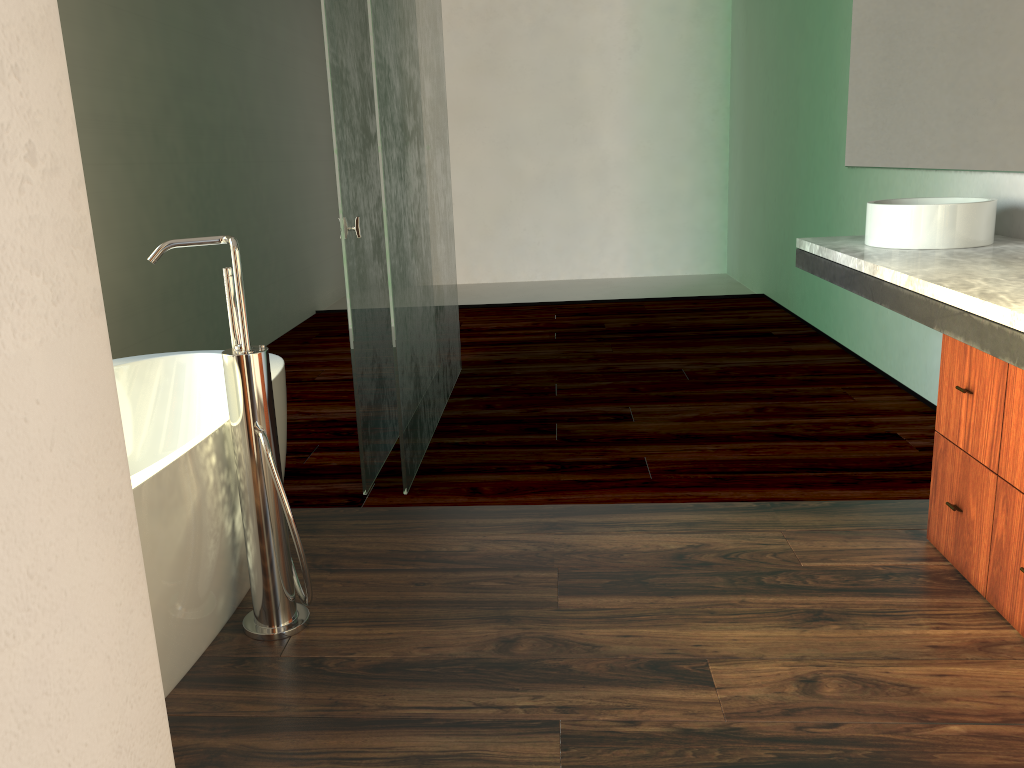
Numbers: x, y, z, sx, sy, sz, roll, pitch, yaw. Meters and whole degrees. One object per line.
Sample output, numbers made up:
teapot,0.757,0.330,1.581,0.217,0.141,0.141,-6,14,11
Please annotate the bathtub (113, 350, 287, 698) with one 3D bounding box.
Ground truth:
bathtub,-1.011,0.328,2.107,0.768,0.485,1.615,-2,14,3

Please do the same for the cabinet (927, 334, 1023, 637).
cabinet,1.290,0.190,1.902,0.514,0.599,0.656,-2,14,4

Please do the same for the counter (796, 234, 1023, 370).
counter,1.247,-0.194,2.014,0.590,0.101,2.251,-2,14,3

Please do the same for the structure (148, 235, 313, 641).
structure,-0.559,0.134,1.924,0.283,0.896,0.239,11,19,43

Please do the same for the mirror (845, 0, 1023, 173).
mirror,1.521,-1.116,2.227,0.017,1.151,4.065,-2,14,3

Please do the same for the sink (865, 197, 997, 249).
sink,1.292,-0.502,2.745,0.360,0.130,0.355,-1,14,7
